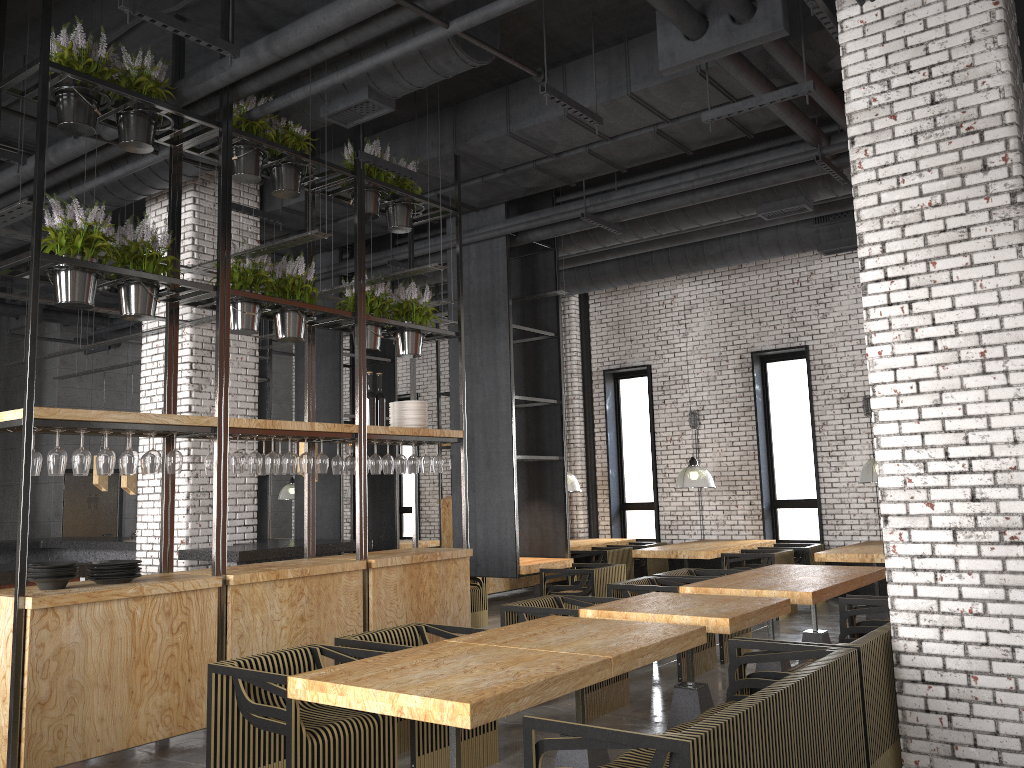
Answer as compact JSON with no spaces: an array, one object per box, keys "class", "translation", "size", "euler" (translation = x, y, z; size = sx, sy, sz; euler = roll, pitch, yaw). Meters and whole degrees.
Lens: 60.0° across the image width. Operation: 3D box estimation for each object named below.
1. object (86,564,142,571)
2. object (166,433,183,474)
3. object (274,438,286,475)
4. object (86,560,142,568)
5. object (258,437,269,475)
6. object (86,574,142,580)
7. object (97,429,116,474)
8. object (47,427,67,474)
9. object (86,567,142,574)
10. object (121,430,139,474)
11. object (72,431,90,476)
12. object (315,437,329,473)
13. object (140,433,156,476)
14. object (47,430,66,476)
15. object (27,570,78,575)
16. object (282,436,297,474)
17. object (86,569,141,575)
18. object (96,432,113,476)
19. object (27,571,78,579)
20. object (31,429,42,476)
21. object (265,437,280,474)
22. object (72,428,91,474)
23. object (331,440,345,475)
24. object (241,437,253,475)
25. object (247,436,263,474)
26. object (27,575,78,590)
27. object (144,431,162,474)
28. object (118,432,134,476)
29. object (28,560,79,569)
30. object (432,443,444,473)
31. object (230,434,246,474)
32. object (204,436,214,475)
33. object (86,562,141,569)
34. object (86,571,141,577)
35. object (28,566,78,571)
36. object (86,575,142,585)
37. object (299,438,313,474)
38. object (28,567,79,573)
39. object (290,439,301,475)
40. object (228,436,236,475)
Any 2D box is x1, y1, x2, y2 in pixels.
[{"class":"object","translation":[-2.363,1.100,5.269],"size":[0.305,0.037,0.305],"euler":[-7,-9,37]},{"class":"object","translation":[-2.106,0.426,5.536],"size":[0.101,0.268,0.100],"euler":[1,-9,-22]},{"class":"object","translation":[-1.710,0.535,6.538],"size":[0.101,0.268,0.101],"euler":[5,-10,-39]},{"class":"object","translation":[-2.365,1.074,5.274],"size":[0.305,0.040,0.305],"euler":[-4,-7,19]},{"class":"object","translation":[-1.798,0.523,6.421],"size":[0.101,0.268,0.101],"euler":[5,-10,-39]},{"class":"object","translation":[-2.361,1.153,5.260],"size":[0.305,0.041,0.305],"euler":[3,-9,-36]},{"class":"object","translation":[-2.370,0.391,5.184],"size":[0.101,0.268,0.100],"euler":[-2,-8,0]},{"class":"object","translation":[-2.541,0.369,4.956],"size":[0.101,0.268,0.100],"euler":[-2,-8,0]},{"class":"object","translation":[-2.362,1.114,5.267],"size":[0.306,0.042,0.305],"euler":[-1,-7,-6]},{"class":"object","translation":[-2.282,0.403,5.301],"size":[0.101,0.268,0.100],"euler":[-2,-8,0]},{"class":"object","translation":[-2.599,0.419,5.352],"size":[0.101,0.268,0.100],"euler":[-2,-8,0]},{"class":"object","translation":[-1.392,0.519,6.487],"size":[0.101,0.268,0.101],"euler":[5,-10,-39]},{"class":"object","translation":[-2.335,0.453,5.704],"size":[0.101,0.268,0.100],"euler":[1,-9,-22]},{"class":"object","translation":[-2.687,0.407,5.235],"size":[0.101,0.268,0.100],"euler":[-2,-8,0]},{"class":"object","translation":[-2.588,1.091,4.997],"size":[0.257,0.075,0.256],"euler":[2,-8,-28]},{"class":"object","translation":[-1.568,0.496,6.252],"size":[0.101,0.268,0.101],"euler":[5,-10,-39]},{"class":"object","translation":[-2.363,1.129,5.263],"size":[0.305,0.046,0.305],"euler":[-1,-7,-6]},{"class":"object","translation":[-2.511,0.430,5.470],"size":[0.101,0.268,0.100],"euler":[-2,-8,0]},{"class":"object","translation":[-2.588,1.099,4.996],"size":[0.256,0.076,0.256],"euler":[-7,-9,36]},{"class":"object","translation":[-2.770,0.397,5.125],"size":[0.101,0.268,0.100],"euler":[-2,-8,0]},{"class":"object","translation":[-1.656,0.484,6.135],"size":[0.101,0.268,0.101],"euler":[5,-10,-39]},{"class":"object","translation":[-2.458,0.380,5.067],"size":[0.101,0.268,0.100],"euler":[-2,-8,0]},{"class":"object","translation":[-1.372,0.579,6.988],"size":[0.101,0.268,0.100],"euler":[1,-8,-17]},{"class":"object","translation":[-1.886,0.512,6.303],"size":[0.101,0.268,0.101],"euler":[5,-10,-39]},{"class":"object","translation":[-1.745,0.473,6.017],"size":[0.101,0.268,0.101],"euler":[5,-10,-39]},{"class":"object","translation":[-2.587,1.122,4.992],"size":[0.257,0.068,0.256],"euler":[-6,-8,29]},{"class":"object","translation":[-2.194,0.414,5.419],"size":[0.101,0.268,0.100],"euler":[-2,-8,0]},{"class":"object","translation":[-2.423,0.442,5.587],"size":[0.101,0.268,0.100],"euler":[-2,-8,0]},{"class":"object","translation":[-2.589,1.044,5.005],"size":[0.257,0.076,0.256],"euler":[0,-7,-16]},{"class":"object","translation":[-0.631,0.618,7.502],"size":[0.101,0.268,0.100],"euler":[-2,-8,0]},{"class":"object","translation":[-1.827,0.462,5.907],"size":[0.101,0.268,0.101],"euler":[5,-10,-39]},{"class":"object","translation":[-2.057,0.490,6.076],"size":[0.101,0.268,0.101],"euler":[5,-10,-39]},{"class":"object","translation":[-2.365,1.088,5.271],"size":[0.305,0.049,0.305],"euler":[2,-8,-28]},{"class":"object","translation":[-2.362,1.138,5.263],"size":[0.305,0.044,0.305],"euler":[-7,-9,37]},{"class":"object","translation":[-2.589,1.069,5.001],"size":[0.257,0.072,0.256],"euler":[-7,-9,36]},{"class":"object","translation":[-2.361,1.164,5.260],"size":[0.306,0.035,0.305],"euler":[0,-7,-16]},{"class":"object","translation":[-1.480,0.507,6.370],"size":[0.101,0.268,0.101],"euler":[5,-10,-39]},{"class":"object","translation":[-2.588,1.074,4.999],"size":[0.257,0.072,0.256],"euler":[-3,-7,9]},{"class":"object","translation":[-1.622,0.546,6.655],"size":[0.101,0.268,0.101],"euler":[5,-10,-39]},{"class":"object","translation":[-1.974,0.500,6.186],"size":[0.101,0.268,0.101],"euler":[5,-10,-39]}]
